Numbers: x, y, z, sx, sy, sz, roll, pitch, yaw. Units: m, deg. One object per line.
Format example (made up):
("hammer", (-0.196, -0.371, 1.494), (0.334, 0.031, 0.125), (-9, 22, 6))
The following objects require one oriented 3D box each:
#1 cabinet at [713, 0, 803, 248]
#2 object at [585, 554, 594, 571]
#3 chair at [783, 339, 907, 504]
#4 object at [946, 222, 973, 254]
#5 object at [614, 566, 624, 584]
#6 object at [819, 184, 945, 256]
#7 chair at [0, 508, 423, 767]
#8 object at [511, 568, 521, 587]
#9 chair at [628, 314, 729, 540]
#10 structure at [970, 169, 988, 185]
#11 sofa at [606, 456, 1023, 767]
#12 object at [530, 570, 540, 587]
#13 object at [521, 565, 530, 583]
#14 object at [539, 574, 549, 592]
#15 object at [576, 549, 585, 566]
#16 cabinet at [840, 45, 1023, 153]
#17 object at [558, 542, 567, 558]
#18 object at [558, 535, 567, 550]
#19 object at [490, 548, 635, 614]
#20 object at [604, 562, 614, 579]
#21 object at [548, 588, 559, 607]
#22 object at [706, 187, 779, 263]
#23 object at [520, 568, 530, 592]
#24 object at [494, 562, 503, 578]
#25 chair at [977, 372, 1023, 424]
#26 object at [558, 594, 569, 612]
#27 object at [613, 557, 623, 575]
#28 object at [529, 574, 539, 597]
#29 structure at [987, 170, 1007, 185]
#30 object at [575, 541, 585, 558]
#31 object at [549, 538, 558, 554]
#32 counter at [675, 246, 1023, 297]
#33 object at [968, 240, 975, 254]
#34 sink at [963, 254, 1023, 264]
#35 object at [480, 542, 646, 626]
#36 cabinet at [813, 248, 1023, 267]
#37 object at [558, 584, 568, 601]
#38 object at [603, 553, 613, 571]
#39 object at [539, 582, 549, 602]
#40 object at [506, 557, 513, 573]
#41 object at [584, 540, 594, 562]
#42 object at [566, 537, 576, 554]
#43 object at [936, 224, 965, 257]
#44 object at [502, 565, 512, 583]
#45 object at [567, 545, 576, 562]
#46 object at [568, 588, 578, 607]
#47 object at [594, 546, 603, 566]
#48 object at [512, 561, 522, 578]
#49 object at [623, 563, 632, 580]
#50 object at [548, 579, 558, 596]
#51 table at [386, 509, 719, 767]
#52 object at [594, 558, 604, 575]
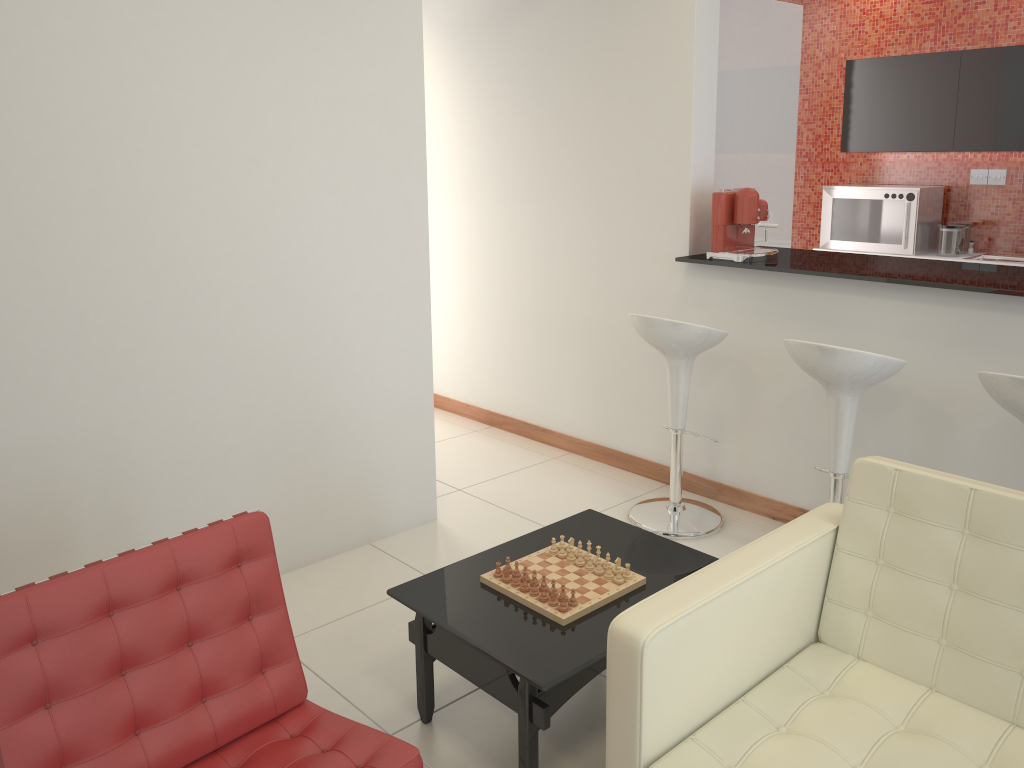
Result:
("cabinet", (0.731, -0.985, 5.534), (1.063, 2.494, 1.647), (-11, 16, -41))
("object", (0.243, 0.554, 2.765), (0.030, 0.049, 0.030), (-9, 15, -34))
("chair", (1.299, 0.303, 3.522), (0.466, 1.009, 0.461), (-8, 14, -30))
("object", (3.169, -1.038, 6.292), (0.172, 0.213, 0.174), (-6, 14, -23))
("object", (0.324, 0.576, 2.678), (0.030, 0.049, 0.030), (-9, 15, -34))
("object", (2.698, -1.216, 6.505), (0.438, 0.465, 0.727), (-12, 18, -41))
("chair", (-0.684, 0.832, 1.971), (0.710, 0.807, 0.705), (11, 17, 42))
("object", (0.012, 0.580, 2.665), (0.030, 0.054, 0.030), (-9, 15, -34))
("chair", (0.765, 0.158, 4.099), (0.466, 1.009, 0.461), (-8, 14, -30))
("structure", (3.277, -1.452, 6.213), (0.013, 0.103, 0.115), (-11, 17, -41))
("sofa", (1.418, 0.918, 1.326), (1.006, 0.911, 2.582), (-12, 18, -41))
("object", (0.068, 0.583, 2.663), (0.030, 0.049, 0.030), (-9, 15, -34))
("object", (0.041, 0.575, 2.692), (0.030, 0.049, 0.030), (-9, 15, -34))
("object", (0.095, 0.590, 2.634), (0.030, 0.049, 0.030), (-9, 15, -34))
("object", (0.216, 0.547, 2.795), (0.030, 0.049, 0.030), (-9, 15, -34))
("cabinet", (3.655, -1.774, 5.450), (0.354, 0.651, 3.264), (-11, 18, -41))
("object", (0.162, 0.532, 2.853), (0.030, 0.049, 0.030), (-9, 15, -34))
("object", (0.165, 0.520, 2.909), (0.030, 0.043, 0.030), (-9, 15, -34))
("object", (0.156, 0.591, 2.719), (0.351, 0.001, 0.349), (-14, 19, -40))
("object", (0.297, 0.569, 2.707), (0.030, 0.049, 0.030), (-9, 15, -34))
("object", (0.119, 0.611, 2.549), (0.030, 0.051, 0.030), (-9, 15, -34))
("object", (1.141, -0.753, 4.151), (0.323, 0.333, 0.323), (-12, 17, -41))
("object", (0.039, 0.580, 2.635), (0.030, 0.068, 0.030), (-9, 15, -34))
("object", (-0.042, 0.571, 2.724), (0.030, 0.043, 0.030), (-9, 15, -34))
("chair", (1.791, 0.437, 2.991), (0.466, 1.009, 0.461), (-8, 14, -30))
("object", (0.146, 0.622, 2.521), (0.030, 0.043, 0.030), (-9, 15, -34))
("object", (0.326, 0.560, 2.733), (0.030, 0.051, 0.030), (10, 16, 39))
("object", (0.065, 0.590, 2.606), (0.030, 0.063, 0.030), (-9, 15, -34))
("structure", (3.359, -1.431, 6.129), (0.008, 0.103, 0.115), (-11, 17, -41))
("object", (0.219, 0.530, 2.849), (0.030, 0.054, 0.030), (-9, 15, -34))
("object", (0.135, 0.525, 2.882), (0.030, 0.049, 0.030), (-9, 15, -34))
("counter", (2.059, -0.398, 3.448), (0.740, 0.019, 2.984), (-13, 19, -40))
("object", (3.196, -0.953, 6.162), (0.037, 0.091, 0.037), (-11, 16, -41))
("sink", (3.441, -0.849, 5.793), (0.419, 0.531, 0.813), (-12, 18, -41))
("object", (0.156, 0.601, 2.721), (0.362, 0.021, 0.362), (-14, 19, -40))
("cabinet", (2.855, -0.107, 5.090), (2.509, 0.973, 3.358), (-13, 19, -40))
("object", (0.149, 0.605, 2.576), (0.030, 0.049, 0.030), (-9, 15, -34))
("object", (0.300, 0.551, 2.762), (0.030, 0.054, 0.030), (-9, 15, -34))
("object", (0.092, 0.602, 2.578), (0.030, 0.054, 0.030), (-9, 15, -34))
("object", (-0.013, 0.561, 2.750), (0.030, 0.049, 0.030), (-9, 15, -34))
("object", (0.246, 0.530, 2.819), (0.030, 0.068, 0.030), (-9, 15, -34))
("object", (0.192, 0.523, 2.879), (0.030, 0.051, 0.030), (10, 16, 39))
("object", (3.024, -0.989, 6.110), (0.172, 0.213, 0.174), (-6, 14, -23))
("object", (-0.015, 0.574, 2.694), (0.030, 0.051, 0.030), (-9, 15, -34))
("object", (0.189, 0.539, 2.824), (0.030, 0.049, 0.030), (-9, 15, -34))
("object", (0.176, 0.612, 2.547), (0.030, 0.049, 0.030), (-9, 15, -34))
("object", (0.273, 0.540, 2.790), (0.030, 0.063, 0.030), (-9, 15, -34))
("object", (0.014, 0.568, 2.721), (0.030, 0.049, 0.030), (-9, 15, -34))
("object", (0.353, 0.571, 2.705), (0.030, 0.043, 0.030), (-9, 15, -34))
("object", (0.122, 0.597, 2.605), (0.030, 0.049, 0.030), (-9, 15, -34))
("table", (0.188, 0.810, 2.784), (0.922, 0.417, 0.705), (-13, 19, -41))
("object", (0.270, 0.561, 2.736), (0.030, 0.049, 0.030), (-9, 15, -34))
